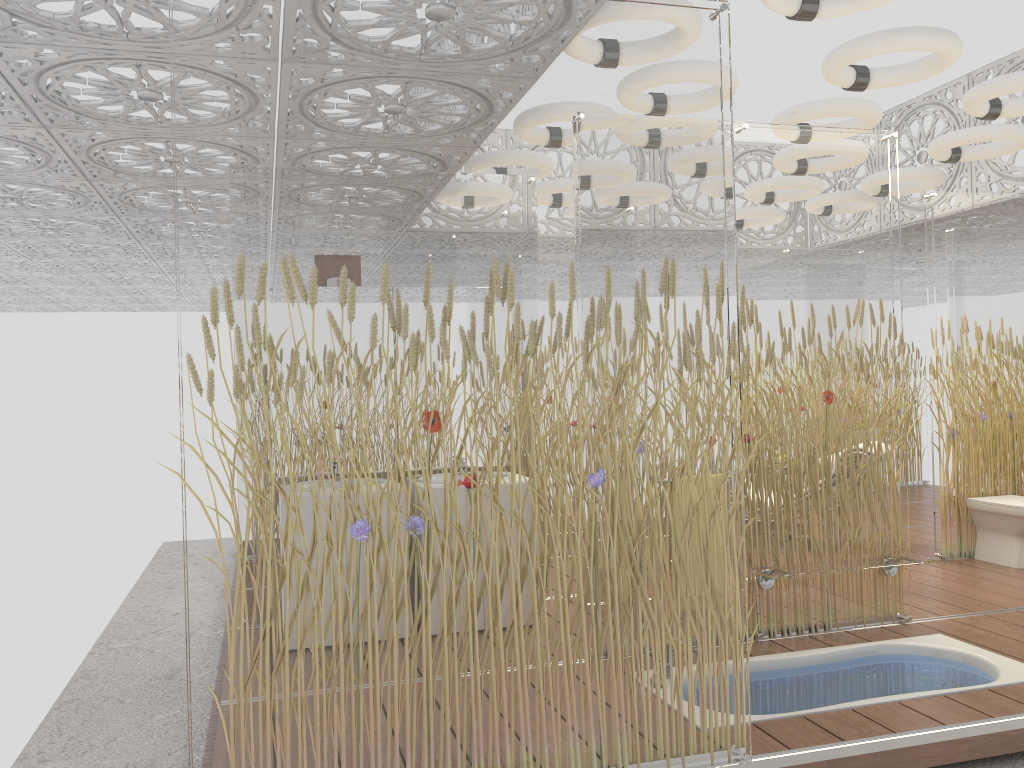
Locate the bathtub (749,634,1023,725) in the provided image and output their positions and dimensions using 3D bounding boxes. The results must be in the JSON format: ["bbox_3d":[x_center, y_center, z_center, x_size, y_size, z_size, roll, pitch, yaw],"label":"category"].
[{"bbox_3d":[1.436,1.392,3.903,1.700,0.582,0.700,-2,0,-16],"label":"bathtub"}]

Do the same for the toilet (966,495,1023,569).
[{"bbox_3d":[3.503,1.019,6.048,0.401,0.437,0.611,-2,0,-16],"label":"toilet"}]

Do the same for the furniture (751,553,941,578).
[{"bbox_3d":[1.662,0.898,4.397,0.977,0.014,0.178,-2,0,-16],"label":"furniture"}]
